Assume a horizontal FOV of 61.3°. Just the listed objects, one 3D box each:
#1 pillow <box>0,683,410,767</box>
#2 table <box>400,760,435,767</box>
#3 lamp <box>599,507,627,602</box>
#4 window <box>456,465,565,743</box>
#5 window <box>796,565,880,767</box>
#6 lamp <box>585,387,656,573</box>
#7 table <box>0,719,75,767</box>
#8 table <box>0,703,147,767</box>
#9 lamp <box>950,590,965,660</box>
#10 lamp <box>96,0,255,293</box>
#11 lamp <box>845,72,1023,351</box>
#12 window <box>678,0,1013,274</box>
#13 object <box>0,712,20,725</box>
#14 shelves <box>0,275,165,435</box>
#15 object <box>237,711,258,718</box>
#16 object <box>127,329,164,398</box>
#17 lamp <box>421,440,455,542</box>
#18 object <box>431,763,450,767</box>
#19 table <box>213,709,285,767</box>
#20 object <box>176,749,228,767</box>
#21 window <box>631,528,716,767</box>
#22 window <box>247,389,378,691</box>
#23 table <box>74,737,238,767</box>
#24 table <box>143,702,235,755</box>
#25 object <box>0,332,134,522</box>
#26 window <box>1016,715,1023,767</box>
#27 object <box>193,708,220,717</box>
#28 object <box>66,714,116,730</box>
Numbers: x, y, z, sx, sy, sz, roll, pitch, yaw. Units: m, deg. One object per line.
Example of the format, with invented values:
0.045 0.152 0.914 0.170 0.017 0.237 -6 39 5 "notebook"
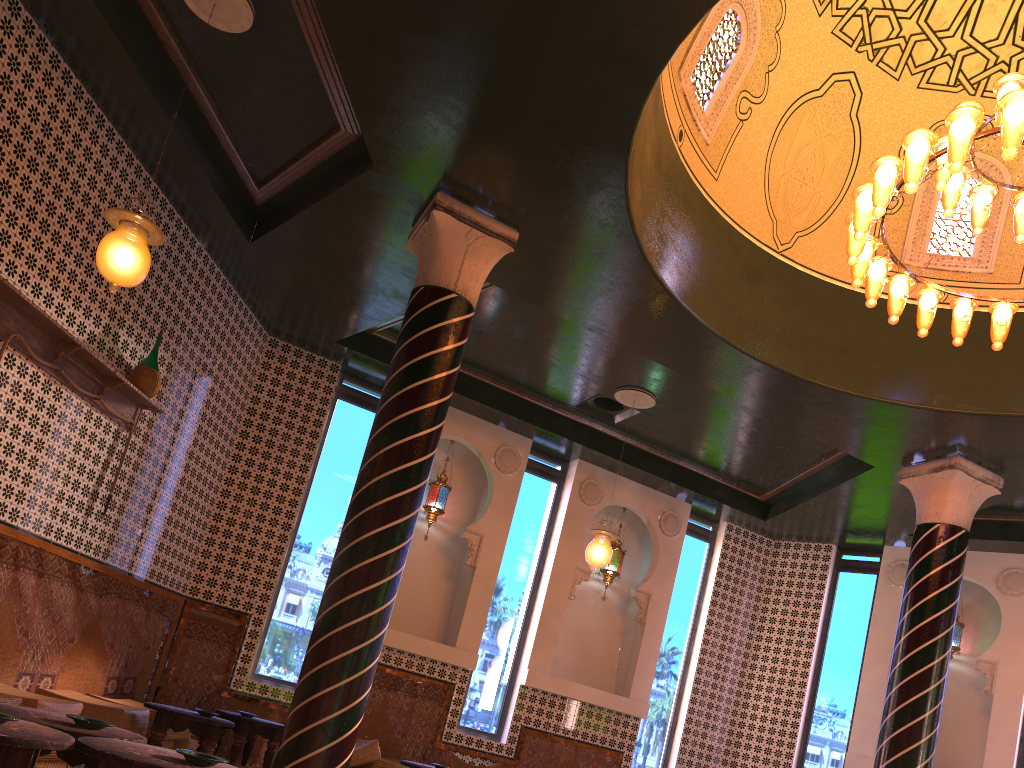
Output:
-1.213 3.328 6.217 10.308 1.215 10.254 22 -23 -19 "pillow"
-0.845 4.369 9.123 0.848 0.563 0.879 17 -19 -9 "table"
1.575 2.608 13.289 0.357 1.502 0.341 12 -11 12 "lamp"
-0.035 3.118 12.453 0.795 3.839 0.092 19 -11 -22 "window"
4.972 4.698 13.206 0.765 3.839 0.096 6 -14 39 "window"
1.262 1.215 10.574 0.540 2.225 0.521 22 -13 -31 "lamp"
-2.405 1.720 3.690 0.829 0.563 0.897 8 -19 18 "table"
-2.433 2.055 4.516 0.829 0.563 0.897 8 -19 18 "table"
6.415 3.547 12.597 0.321 1.502 0.380 5 -15 42 "lamp"
-2.344 -1.652 5.857 0.540 2.225 0.521 22 -13 -31 "lamp"
4.107 -2.904 6.356 2.512 4.420 2.552 18 -14 -13 "lamp"
4.150 -2.886 6.519 5.687 1.115 5.888 9 -22 14 "window"
-2.266 1.439 3.726 0.248 0.043 0.269 5 -23 22 "object"
-3.837 -0.583 6.501 0.253 0.326 4.784 12 -22 10 "shelves"
-3.070 3.836 10.004 0.252 0.043 0.264 16 -22 -6 "object"
-3.543 -0.209 8.475 0.297 0.693 0.318 10 -13 20 "object"
-1.021 1.479 12.149 0.321 1.501 0.379 12 -11 13 "lamp"
-0.744 4.085 9.184 0.252 0.043 0.264 16 -22 -6 "object"
-3.133 4.199 10.108 0.841 0.563 0.885 15 -19 -3 "table"
-1.508 1.821 4.184 0.252 0.043 0.264 16 -22 -6 "object"
2.477 4.202 13.534 0.795 3.839 0.092 19 -11 -22 "window"
-2.547 2.033 11.372 0.795 3.839 0.092 19 -11 -22 "window"
-1.707 2.056 4.073 0.829 0.563 0.897 8 -19 18 "table"
-3.104 3.373 8.095 0.855 0.564 0.871 19 -19 -14 "table"
-3.952 0.448 7.562 0.060 0.997 2.113 13 -20 10 "object"
7.246 4.565 11.495 0.765 3.839 0.096 6 -14 39 "window"
-2.898 3.122 8.175 0.252 0.043 0.264 16 -22 -6 "object"
-2.224 1.790 4.547 0.263 0.043 0.253 29 -26 -33 "object"
